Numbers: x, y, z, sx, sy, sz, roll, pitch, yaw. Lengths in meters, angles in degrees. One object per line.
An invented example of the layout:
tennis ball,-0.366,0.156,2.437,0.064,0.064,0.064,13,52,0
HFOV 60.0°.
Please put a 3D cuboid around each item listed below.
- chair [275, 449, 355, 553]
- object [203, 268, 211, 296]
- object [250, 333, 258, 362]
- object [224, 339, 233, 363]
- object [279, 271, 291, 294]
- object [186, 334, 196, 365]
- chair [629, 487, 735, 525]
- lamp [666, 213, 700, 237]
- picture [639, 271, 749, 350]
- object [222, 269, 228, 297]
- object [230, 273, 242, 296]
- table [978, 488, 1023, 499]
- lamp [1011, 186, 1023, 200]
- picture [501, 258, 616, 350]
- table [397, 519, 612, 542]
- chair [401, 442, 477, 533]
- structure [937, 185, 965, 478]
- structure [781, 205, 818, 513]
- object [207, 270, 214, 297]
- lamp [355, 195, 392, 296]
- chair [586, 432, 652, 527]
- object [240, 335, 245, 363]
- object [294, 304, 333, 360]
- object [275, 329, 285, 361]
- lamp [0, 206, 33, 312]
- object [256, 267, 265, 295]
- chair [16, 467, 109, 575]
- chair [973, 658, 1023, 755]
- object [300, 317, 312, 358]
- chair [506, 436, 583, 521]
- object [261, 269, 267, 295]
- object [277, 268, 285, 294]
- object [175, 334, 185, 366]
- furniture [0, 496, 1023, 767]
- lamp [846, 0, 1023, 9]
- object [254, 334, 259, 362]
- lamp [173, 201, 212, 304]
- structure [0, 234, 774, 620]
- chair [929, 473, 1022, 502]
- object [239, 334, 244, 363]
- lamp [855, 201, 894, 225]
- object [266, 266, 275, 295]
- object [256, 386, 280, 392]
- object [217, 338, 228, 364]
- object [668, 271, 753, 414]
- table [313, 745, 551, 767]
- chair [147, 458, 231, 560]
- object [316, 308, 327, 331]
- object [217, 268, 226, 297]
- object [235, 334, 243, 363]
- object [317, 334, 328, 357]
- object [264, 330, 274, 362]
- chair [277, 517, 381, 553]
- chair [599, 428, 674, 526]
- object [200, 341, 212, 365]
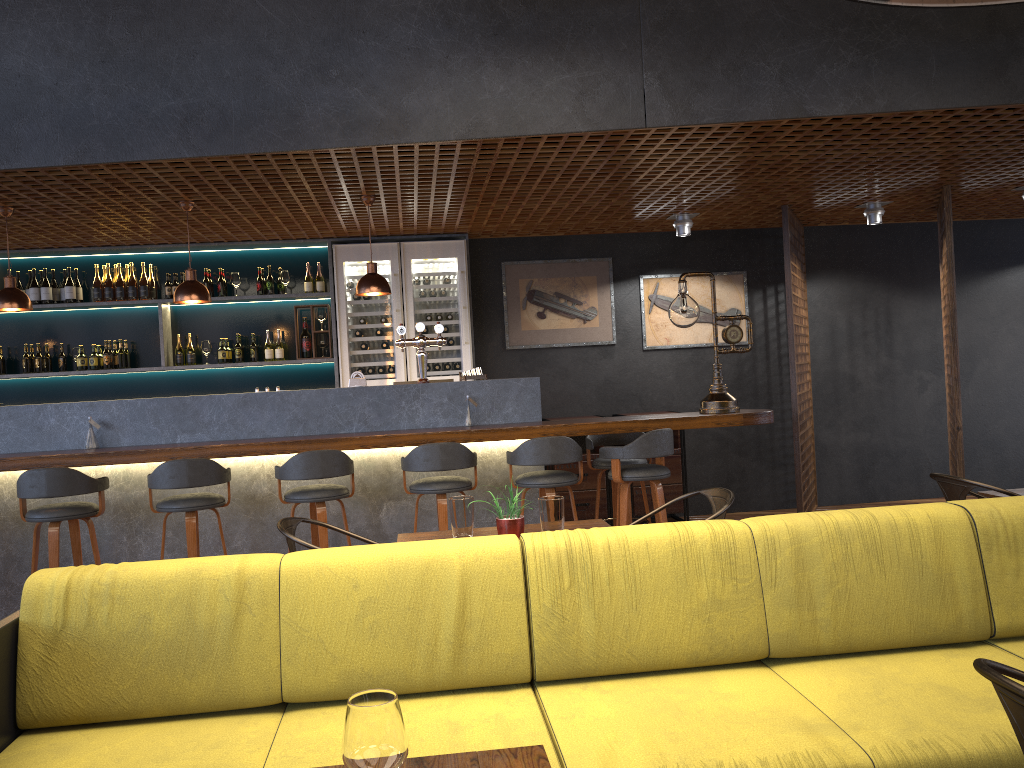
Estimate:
chair,-1.183,0.911,5.376,0.483,1.048,0.438,-3,1,8
object,-2.651,-0.875,7.697,0.063,0.254,0.063,-3,1,-9
object,-2.269,-0.316,7.787,0.063,0.254,0.063,-4,1,-44
object,-2.518,-0.288,7.831,0.088,0.224,0.088,-3,1,-12
object,-1.994,-0.888,7.800,0.097,0.206,0.097,-4,1,-38
object,-2.816,-0.300,7.768,0.079,0.281,0.079,-3,1,-28
chair,0.634,0.897,3.564,0.541,0.917,0.504,-3,1,-6
lamp,1.469,-1.361,7.610,0.228,0.172,0.228,-3,1,-6
picture,1.733,-0.698,8.390,1.039,0.697,0.028,-3,1,-6
object,-2.543,-0.882,7.812,0.063,0.254,0.063,-3,1,-19
object,-2.408,-0.865,7.738,0.097,0.206,0.097,-4,1,-38
table,2.701,0.862,3.772,0.906,0.763,0.887,-3,1,-6
lamp,4.181,-1.502,7.101,0.228,0.172,0.228,-3,1,-6
picture,0.440,-0.751,8.246,1.039,0.809,0.028,-3,1,-6
table,0.021,1.010,3.475,0.906,0.763,0.887,-3,1,-6
chair,-0.413,0.869,5.467,0.483,1.048,0.438,-4,1,-35
structure,3.682,-0.198,7.435,0.050,2.700,1.319,-3,1,24
structure,2.581,-0.144,7.918,0.050,2.700,1.319,-3,1,24
object,-2.657,-0.876,7.798,0.063,0.254,0.063,-4,1,-44
lamp,-0.973,-0.953,6.108,0.250,0.673,0.250,-3,1,26
chair,0.757,0.798,6.232,0.483,1.048,0.438,-4,1,-35
object,-2.415,-0.309,7.881,0.063,0.254,0.063,-4,1,-44
object,-1.757,-0.457,7.855,0.300,0.475,0.161,-3,1,-7
object,-2.060,-0.343,7.852,0.079,0.281,0.079,-3,1,-13
lamp,-3.318,-0.823,5.847,0.250,0.673,0.250,-3,1,26
object,-2.213,-0.899,7.795,0.063,0.254,0.063,-3,1,36
chair,-2.607,0.990,5.157,0.483,1.048,0.438,-3,1,22
chair,1.049,0.897,1.368,0.541,0.917,0.504,-3,1,-6
object,-1.826,-0.407,7.849,0.091,0.369,0.092,-4,1,-37
chair,0.212,0.835,5.470,0.483,1.048,0.438,-3,1,22
object,-2.217,-0.900,7.896,0.063,0.254,0.063,-3,1,21
object,-2.064,-0.909,7.917,0.063,0.254,0.063,-3,1,1
object,-2.908,-0.295,7.758,0.079,0.281,0.079,-3,1,-3
furniture,2.581,0.820,1.128,7.462,0.914,4.895,-3,1,-11
lamp,2.087,-2.459,2.694,2.778,1.475,2.778,-3,1,-2
object,-2.286,-0.316,7.869,0.063,0.254,0.063,-3,1,1
lamp,-2.173,-0.886,5.975,0.250,0.673,0.250,-3,1,26
structure,-3.025,0.173,6.526,9.298,2.700,2.700,-3,1,-6
chair,2.077,0.817,3.709,0.541,0.917,0.504,-3,1,-6
object,-2.397,-0.309,7.799,0.063,0.254,0.063,-3,1,21
lamp,3.079,-1.447,7.538,0.228,0.172,0.228,-3,1,-6
object,-2.113,-0.904,7.745,0.063,0.254,0.063,-3,1,21
object,-2.137,0.271,7.857,0.310,0.492,0.204,-3,1,-6
object,-2.521,-0.287,7.721,0.088,0.224,0.088,-4,1,-37
object,1.331,-0.280,5.898,0.566,0.944,0.263,-3,1,-14
table,-0.313,1.052,1.095,0.887,0.763,0.906,-3,1,-6
chair,-1.882,0.950,5.277,0.438,1.048,0.483,-3,1,44
object,-1.690,-0.571,7.864,0.097,0.206,0.097,-3,1,34
object,-2.531,-0.882,7.718,0.063,0.254,0.063,-3,1,-34
object,-2.382,-0.309,7.720,0.063,0.254,0.063,-3,1,-4
object,-1.678,-0.338,7.867,0.097,0.206,0.097,-3,1,34
object,-2.153,-0.338,7.842,0.079,0.281,0.079,-3,1,-33
chair,-0.602,0.965,3.427,0.541,0.917,0.504,-3,1,-6
chair,0.795,0.803,5.545,0.483,1.048,0.438,-3,1,-15
object,-2.664,-0.271,7.731,0.097,0.206,0.097,-4,1,-38
